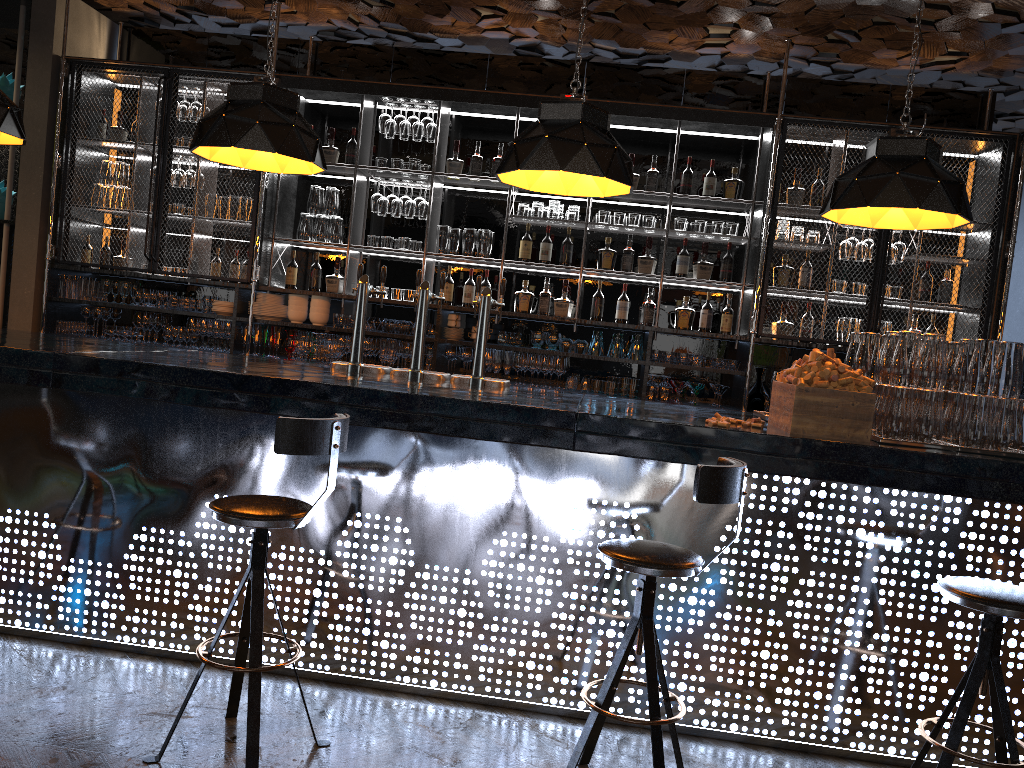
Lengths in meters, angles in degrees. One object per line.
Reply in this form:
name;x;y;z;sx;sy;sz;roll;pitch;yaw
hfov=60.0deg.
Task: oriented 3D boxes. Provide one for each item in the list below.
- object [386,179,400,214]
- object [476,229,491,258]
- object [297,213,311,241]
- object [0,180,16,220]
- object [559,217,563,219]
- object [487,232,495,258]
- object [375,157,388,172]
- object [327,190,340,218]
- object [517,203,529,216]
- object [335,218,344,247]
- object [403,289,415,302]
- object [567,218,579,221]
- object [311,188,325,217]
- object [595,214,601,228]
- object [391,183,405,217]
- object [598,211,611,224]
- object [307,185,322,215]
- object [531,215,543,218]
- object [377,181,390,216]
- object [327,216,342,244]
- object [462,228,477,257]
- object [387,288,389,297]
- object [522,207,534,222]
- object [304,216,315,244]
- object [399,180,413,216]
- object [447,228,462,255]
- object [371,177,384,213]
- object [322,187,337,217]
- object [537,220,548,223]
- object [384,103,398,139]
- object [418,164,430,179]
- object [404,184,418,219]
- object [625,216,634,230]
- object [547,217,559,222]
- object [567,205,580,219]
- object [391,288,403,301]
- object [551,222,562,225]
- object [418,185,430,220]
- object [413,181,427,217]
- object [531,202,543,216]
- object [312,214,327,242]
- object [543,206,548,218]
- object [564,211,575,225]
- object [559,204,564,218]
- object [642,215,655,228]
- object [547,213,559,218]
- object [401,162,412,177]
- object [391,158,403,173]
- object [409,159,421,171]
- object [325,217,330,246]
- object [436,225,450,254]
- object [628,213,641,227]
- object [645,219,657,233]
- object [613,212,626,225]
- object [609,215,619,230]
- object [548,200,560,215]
object;-0.866;-1.359;6.431;0.092;0.244;0.092;4;4;-34
object;-0.209;-1.009;6.412;0.105;0.209;0.105;4;4;-39
object;-1.541;-1.161;6.590;0.105;0.209;0.105;4;4;-39
object;-3.918;-1.394;6.748;0.265;0.325;0.245;6;3;-1
object;0.337;-1.247;6.519;0.089;0.092;0.089;8;4;31
object;-0.186;-1.012;6.518;0.105;0.209;0.105;4;4;-39
object;-0.961;-1.609;6.520;0.089;0.092;0.089;5;3;-26
object;-1.341;-1.354;6.661;0.105;0.209;0.105;4;4;-39
object;0.082;-1.244;6.368;0.089;0.092;0.089;8;4;31
object;-1.312;-1.141;6.668;0.105;0.209;0.105;4;4;-39
object;-0.756;-0.645;6.502;0.089;0.092;0.089;7;3;16
object;0.439;-1.204;6.336;0.089;0.092;0.089;8;4;31
object;-1.456;-1.368;6.684;0.105;0.209;0.105;4;4;-39
object;0.648;-1.189;6.479;0.089;0.092;0.089;3;4;-43
object;-0.850;-1.367;6.595;0.092;0.244;0.092;4;4;-34
object;0.654;-1.180;6.314;0.089;0.092;0.089;5;3;-23
object;-1.462;-1.362;6.572;0.105;0.209;0.105;4;4;-39
object;0.180;-1.232;6.352;0.089;0.092;0.089;5;3;-23
object;-0.958;-1.379;6.605;0.092;0.244;0.092;4;4;-34
object;-1.311;-1.135;6.556;0.105;0.209;0.105;4;4;-39
object;-0.314;-1.022;6.446;0.105;0.209;0.105;4;4;-39
object;-0.975;-0.678;6.672;0.089;0.092;0.089;5;3;-23
object;0.121;-1.248;6.528;0.089;0.092;0.089;5;3;-23
object;-1.540;-1.167;6.708;0.105;0.209;0.105;4;4;-39
object;-0.768;-1.348;6.421;0.092;0.244;0.092;4;4;-34
object;-0.431;-1.040;6.546;0.105;0.209;0.105;4;4;-39
object;-0.975;-1.372;6.441;0.092;0.244;0.092;4;4;-34
object;-1.346;-1.349;6.571;0.105;0.209;0.105;4;4;-39
object;0.228;-1.235;6.505;0.089;0.092;0.089;8;4;31
object;-0.897;-1.948;6.574;0.092;0.244;0.092;4;4;-34
object;-0.657;-1.581;6.602;0.089;0.092;0.089;5;3;-26
object;-0.752;-1.356;6.585;0.092;0.244;0.092;4;4;-34
object;0.858;-1.164;6.427;0.089;0.092;0.089;6;3;5
object;0.299;-1.221;6.379;0.089;0.092;0.089;6;3;-5
object;0.441;-1.224;6.335;0.089;0.092;0.089;6;3;-4
object;-0.855;-0.659;6.575;0.089;0.092;0.089;7;3;16
object;0.334;-1.225;6.520;0.089;0.092;0.089;8;4;31
object;-0.649;-1.344;6.575;0.092;0.244;0.092;4;4;-34
object;-0.666;-1.337;6.411;0.092;0.244;0.092;4;4;-34
object;0.183;-1.252;6.351;0.089;0.092;0.089;3;4;-43
object;-1.423;-1.148;6.579;0.105;0.209;0.105;4;4;-39
object;0.230;-1.256;6.504;0.089;0.092;0.089;8;4;31
object;0.429;-1.212;6.477;0.089;0.092;0.089;6;3;-5
object;0.340;-1.273;6.517;0.089;0.092;0.089;8;4;31
object;0.967;-1.146;6.306;0.089;0.092;0.089;3;4;-40
object;0.301;-1.243;6.378;0.089;0.092;0.089;6;3;-5
object;-0.782;-1.595;6.603;0.089;0.092;0.089;7;3;16
object;-0.843;-1.595;6.486;0.089;0.092;0.089;5;3;-26
object;-0.707;-1.577;6.422;0.089;0.092;0.089;5;3;-26
object;-1.420;-1.154;6.689;0.105;0.209;0.105;4;4;-39
object;-0.505;-1.042;6.437;0.105;0.209;0.105;4;4;-39
object;0.865;-1.155;6.281;0.089;0.092;0.089;4;4;-31
object;1.004;-1.149;6.442;0.089;0.092;0.089;5;3;-20
object;0.764;-1.168;6.316;0.089;0.092;0.089;4;4;-31
object;0.748;-1.178;6.475;0.089;0.092;0.089;3;4;-45
object;0.304;-1.269;6.376;0.089;0.092;0.089;6;3;1
